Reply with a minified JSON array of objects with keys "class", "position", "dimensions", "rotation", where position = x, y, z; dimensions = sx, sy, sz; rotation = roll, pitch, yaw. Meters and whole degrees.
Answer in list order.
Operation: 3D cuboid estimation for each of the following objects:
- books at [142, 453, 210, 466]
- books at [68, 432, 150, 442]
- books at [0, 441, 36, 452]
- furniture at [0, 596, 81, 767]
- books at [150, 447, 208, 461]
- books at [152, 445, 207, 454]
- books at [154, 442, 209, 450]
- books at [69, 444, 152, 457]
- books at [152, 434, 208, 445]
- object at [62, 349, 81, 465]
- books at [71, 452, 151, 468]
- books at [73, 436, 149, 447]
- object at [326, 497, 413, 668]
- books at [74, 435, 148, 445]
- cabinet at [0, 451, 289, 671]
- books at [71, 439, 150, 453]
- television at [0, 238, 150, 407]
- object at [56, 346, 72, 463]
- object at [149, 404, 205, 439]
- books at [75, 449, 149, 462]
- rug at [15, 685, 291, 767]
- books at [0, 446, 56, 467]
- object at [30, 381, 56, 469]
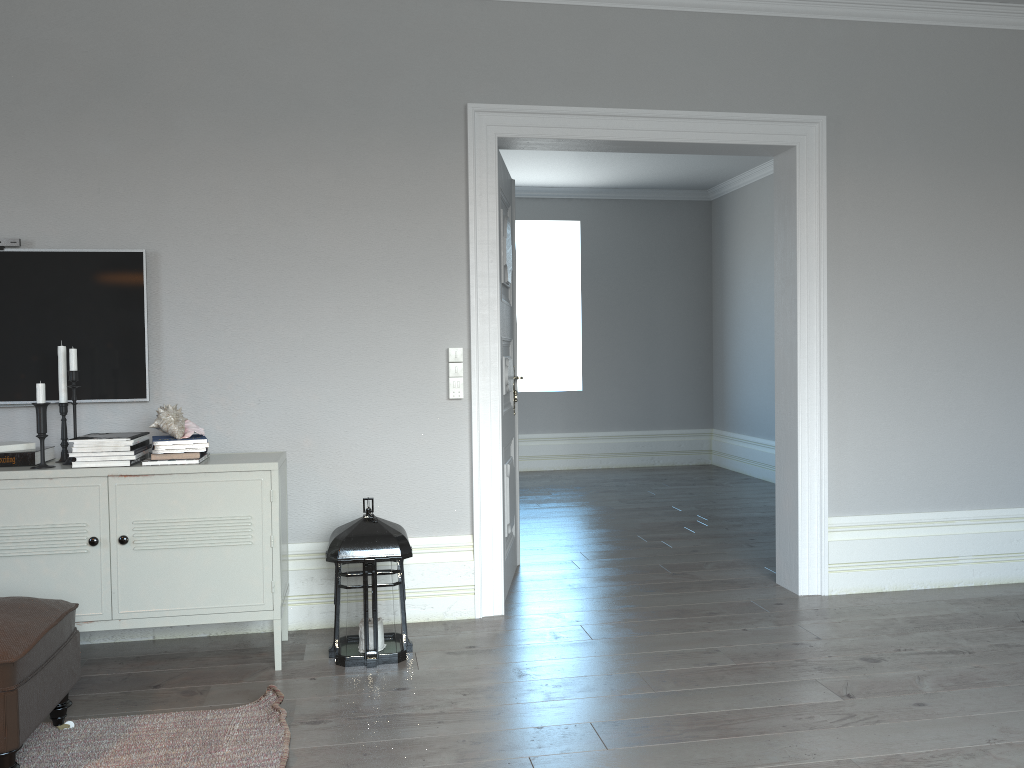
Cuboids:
[{"class":"books","position":[-1.243,0.278,3.293],"dimensions":[0.196,0.014,0.244],"rotation":[-1,2,-10]},{"class":"books","position":[-1.471,0.193,3.249],"dimensions":[0.212,0.008,0.263],"rotation":[-1,2,-9]},{"class":"books","position":[-1.892,0.233,3.258],"dimensions":[0.161,0.024,0.199],"rotation":[1,2,35]},{"class":"furniture","position":[-1.553,0.849,2.451],"dimensions":[0.574,0.439,0.583],"rotation":[-1,2,-10]},{"class":"books","position":[-1.239,0.257,3.310],"dimensions":[0.175,0.027,0.238],"rotation":[-1,2,-13]},{"class":"books","position":[-1.236,0.236,3.296],"dimensions":[0.184,0.014,0.235],"rotation":[-2,2,-21]},{"class":"books","position":[-1.230,0.221,3.293],"dimensions":[0.184,0.017,0.235],"rotation":[-2,2,-23]},{"class":"books","position":[-1.470,0.243,3.257],"dimensions":[0.222,0.016,0.271],"rotation":[-1,2,-10]},{"class":"books","position":[-1.235,0.205,3.291],"dimensions":[0.184,0.014,0.235],"rotation":[-2,2,-23]},{"class":"object","position":[-1.602,0.078,3.248],"dimensions":[0.092,0.431,0.092],"rotation":[0,2,40]},{"class":"books","position":[-1.468,0.278,3.259],"dimensions":[0.200,0.022,0.271],"rotation":[-1,2,-8]},{"class":"books","position":[-1.464,0.211,3.253],"dimensions":[0.196,0.010,0.265],"rotation":[-1,2,-10]},{"class":"object","position":[-0.541,0.728,3.372],"dimensions":[0.323,0.599,0.323],"rotation":[-1,2,-10]},{"class":"books","position":[-1.464,0.202,3.248],"dimensions":[0.196,0.010,0.260],"rotation":[-1,2,-12]},{"class":"cabinet","position":[-1.432,0.665,3.274],"dimensions":[1.152,0.757,0.408],"rotation":[-1,2,-10]},{"class":"books","position":[-1.466,0.226,3.248],"dimensions":[0.200,0.019,0.251],"rotation":[-1,2,-8]},{"class":"television","position":[-1.989,-0.240,3.481],"dimensions":[1.063,0.657,0.041],"rotation":[-1,2,-10]},{"class":"object","position":[-1.679,0.066,3.319],"dimensions":[0.066,0.457,0.066],"rotation":[-2,2,-42]},{"class":"object","position":[-1.244,0.136,3.293],"dimensions":[0.192,0.127,0.194],"rotation":[-1,2,-17]},{"class":"books","position":[-1.460,0.259,3.251],"dimensions":[0.200,0.016,0.253],"rotation":[-1,2,-12]},{"class":"rug","position":[-1.640,1.068,1.293],"dimensions":[2.400,0.090,2.819],"rotation":[-1,2,-9]},{"class":"books","position":[-1.867,0.268,3.268],"dimensions":[0.276,0.049,0.218],"rotation":[-1,2,-10]},{"class":"object","position":[-1.667,0.144,3.144],"dimensions":[0.083,0.311,0.083],"rotation":[-2,2,-32]}]
